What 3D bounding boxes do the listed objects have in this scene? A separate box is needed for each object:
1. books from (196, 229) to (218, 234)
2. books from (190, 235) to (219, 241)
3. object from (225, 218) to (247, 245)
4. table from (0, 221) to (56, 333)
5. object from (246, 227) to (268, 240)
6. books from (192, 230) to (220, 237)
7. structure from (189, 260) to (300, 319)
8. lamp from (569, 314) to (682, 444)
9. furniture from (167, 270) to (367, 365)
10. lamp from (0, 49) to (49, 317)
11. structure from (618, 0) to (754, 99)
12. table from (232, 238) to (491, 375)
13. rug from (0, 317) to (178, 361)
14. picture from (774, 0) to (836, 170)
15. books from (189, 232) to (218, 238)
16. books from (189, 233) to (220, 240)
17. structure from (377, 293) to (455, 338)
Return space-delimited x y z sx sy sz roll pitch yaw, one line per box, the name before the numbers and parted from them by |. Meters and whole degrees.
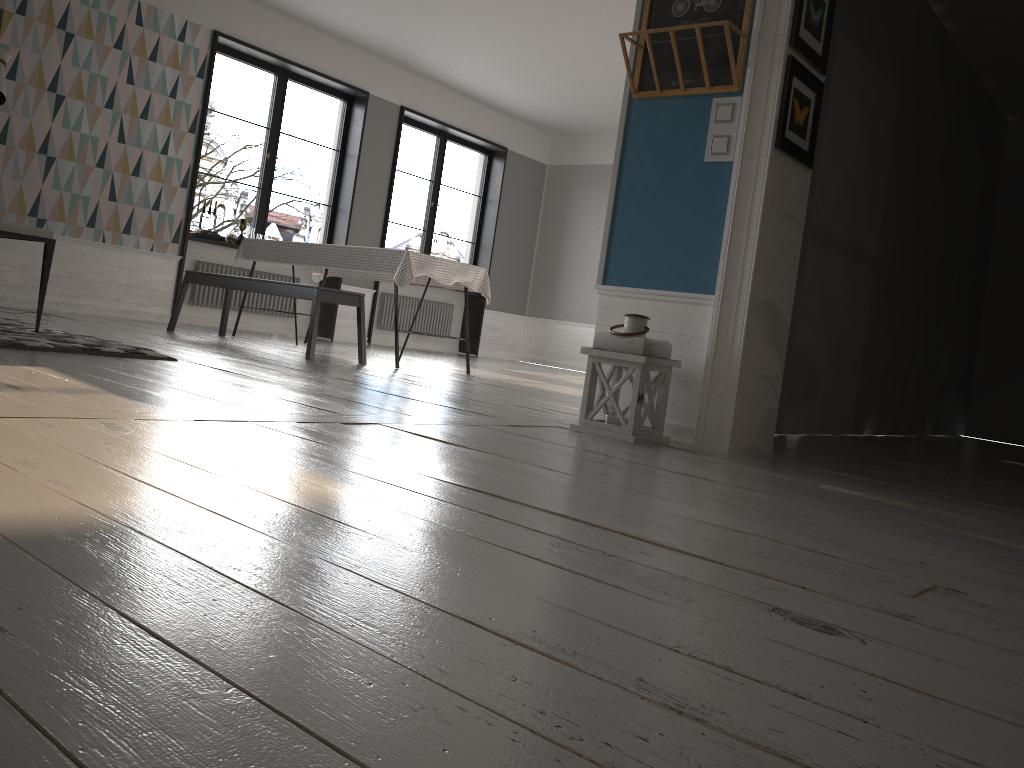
books | -2.792 -1.395 8.096 0.124 0.017 0.153 11 4 40
books | -2.831 -1.333 8.071 0.162 0.011 0.266 11 4 42
object | -2.595 -1.437 8.331 0.193 0.257 0.115 8 0 -41
table | -2.903 -0.553 3.815 0.736 0.511 1.450 10 3 39
object | -2.453 -1.395 8.528 0.154 0.192 0.267 9 2 39
books | -2.800 -1.376 8.096 0.163 0.022 0.197 11 4 40
structure | -2.584 -0.910 8.665 0.149 0.428 1.218 8 2 37
lamp | 0.452 -0.034 3.425 0.288 0.478 0.285 8 0 38
furniture | -1.697 -0.482 6.092 1.678 0.455 0.463 11 2 39
lamp | -3.554 -1.380 6.077 1.252 1.703 0.676 9 0 37
structure | 0.709 -1.571 3.569 0.497 0.776 0.184 9 0 39
table | -1.204 -0.613 6.724 2.036 0.784 0.927 10 3 39
rug | -2.958 -0.303 3.538 1.779 0.034 2.516 11 4 39
picture | 1.910 -1.119 2.892 1.955 0.753 0.357 10 1 39
books | -2.822 -1.362 8.082 0.215 0.011 0.175 5 4 -45
books | -2.833 -1.349 8.078 0.184 0.019 0.270 11 4 38
structure | -1.120 -0.800 10.482 0.149 0.428 1.218 8 2 37
